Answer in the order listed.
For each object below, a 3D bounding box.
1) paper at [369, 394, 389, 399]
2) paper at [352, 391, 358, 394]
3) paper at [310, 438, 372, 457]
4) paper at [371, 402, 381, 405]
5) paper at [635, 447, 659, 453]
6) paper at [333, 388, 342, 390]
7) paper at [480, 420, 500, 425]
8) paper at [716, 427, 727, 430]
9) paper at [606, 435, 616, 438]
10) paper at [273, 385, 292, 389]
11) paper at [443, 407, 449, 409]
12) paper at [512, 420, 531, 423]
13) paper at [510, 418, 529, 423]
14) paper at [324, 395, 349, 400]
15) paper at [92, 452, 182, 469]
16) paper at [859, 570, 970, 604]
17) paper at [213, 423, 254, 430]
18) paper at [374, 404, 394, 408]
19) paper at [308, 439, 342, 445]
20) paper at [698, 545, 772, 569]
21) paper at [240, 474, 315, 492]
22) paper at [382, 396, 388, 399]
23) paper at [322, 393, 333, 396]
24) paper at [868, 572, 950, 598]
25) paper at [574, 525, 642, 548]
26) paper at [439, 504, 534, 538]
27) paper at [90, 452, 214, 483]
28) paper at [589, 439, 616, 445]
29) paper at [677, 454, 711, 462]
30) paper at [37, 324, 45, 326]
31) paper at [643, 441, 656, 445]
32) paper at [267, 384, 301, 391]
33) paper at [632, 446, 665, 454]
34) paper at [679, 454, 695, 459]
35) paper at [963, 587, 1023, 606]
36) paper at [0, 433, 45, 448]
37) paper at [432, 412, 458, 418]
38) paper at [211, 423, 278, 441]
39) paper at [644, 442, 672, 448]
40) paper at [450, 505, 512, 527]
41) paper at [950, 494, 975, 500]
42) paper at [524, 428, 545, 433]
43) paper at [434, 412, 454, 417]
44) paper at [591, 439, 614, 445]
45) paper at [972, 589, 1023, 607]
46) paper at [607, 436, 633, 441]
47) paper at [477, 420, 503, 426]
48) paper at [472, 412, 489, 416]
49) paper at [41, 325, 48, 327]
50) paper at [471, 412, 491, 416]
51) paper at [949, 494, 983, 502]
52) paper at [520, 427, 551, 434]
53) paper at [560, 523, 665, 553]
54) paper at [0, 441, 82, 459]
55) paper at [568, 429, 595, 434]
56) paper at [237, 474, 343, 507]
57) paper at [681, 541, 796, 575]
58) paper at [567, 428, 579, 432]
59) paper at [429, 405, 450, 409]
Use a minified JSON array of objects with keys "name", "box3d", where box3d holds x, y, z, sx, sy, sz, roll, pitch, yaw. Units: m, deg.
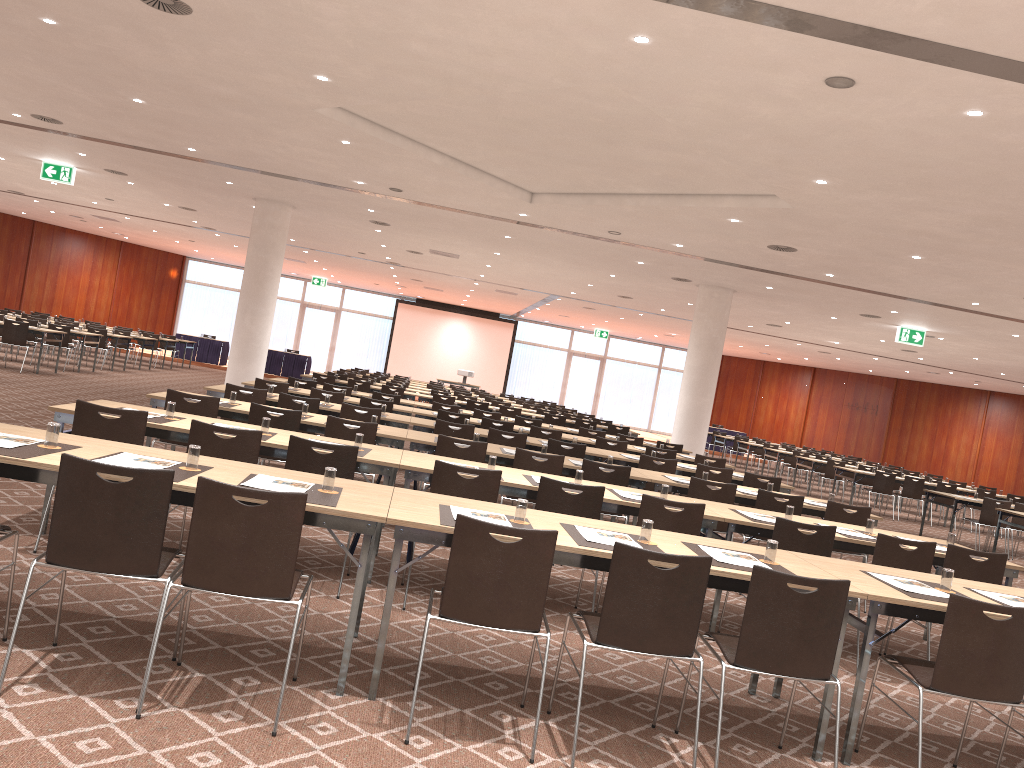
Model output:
[{"name":"paper","box3d":[-2.045,0.218,14.142,0.460,0.003,0.565,10,1,-8]},{"name":"paper","box3d":[-2.690,0.104,14.085,0.460,0.003,0.565,10,1,-7]},{"name":"paper","box3d":[-1.239,0.444,6.214,0.460,0.003,0.565,10,1,-3]},{"name":"paper","box3d":[-1.906,0.259,12.215,0.283,0.006,0.398,10,1,-6]},{"name":"paper","box3d":[1.912,0.933,12.612,0.283,0.006,0.398,10,1,-5]},{"name":"paper","box3d":[-2.713,0.095,14.129,0.283,0.006,0.398,10,1,-5]},{"name":"paper","box3d":[-0.307,0.541,12.391,0.283,0.006,0.398,10,1,-2]},{"name":"paper","box3d":[7.679,1.627,32.298,0.460,0.003,0.565,10,1,-6]},{"name":"paper","box3d":[1.700,0.875,14.615,0.283,0.006,0.398,10,1,-3]},{"name":"paper","box3d":[-3.154,0.038,12.093,0.283,0.006,0.398,10,1,-3]},{"name":"paper","box3d":[-1.146,0.372,14.300,0.283,0.006,0.398,10,1,-6]},{"name":"paper","box3d":[0.211,0.617,14.370,0.460,0.003,0.565,10,1,-5]},{"name":"paper","box3d":[0.125,0.596,14.451,0.283,0.006,0.398,10,1,-5]},{"name":"paper","box3d":[-2.465,0.164,12.097,0.460,0.003,0.565,10,1,-6]},{"name":"paper","box3d":[-1.766,0.367,4.197,0.283,0.006,0.398,10,1,-3]},{"name":"paper","box3d":[2.134,1.061,4.564,0.460,0.003,0.565,10,1,-3]},{"name":"paper","box3d":[-1.968,0.311,6.198,0.283,0.006,0.398,10,1,-5]},{"name":"paper","box3d":[-1.852,0.273,12.149,0.460,0.003,0.565,10,1,-9]},{"name":"paper","box3d":[-1.315,0.426,6.239,0.283,0.006,0.398,10,1,-4]},{"name":"paper","box3d":[1.127,0.879,4.494,0.283,0.006,0.398,10,1,-3]},{"name":"paper","box3d":[-1.119,0.482,4.269,0.283,0.006,0.398,10,1,-4]},{"name":"paper","box3d":[-2.085,0.206,14.200,0.283,0.006,0.398,10,1,-6]},{"name":"paper","box3d":[-2.557,0.144,12.150,0.283,0.006,0.398,10,1,-5]},{"name":"paper","box3d":[2.075,1.046,4.612,0.283,0.006,0.398,10,1,-6]},{"name":"paper","box3d":[0.479,0.764,4.422,0.283,0.006,0.398,10,1,-5]},{"name":"paper","box3d":[-0.121,0.663,4.279,0.460,0.003,0.565,10,1,-5]},{"name":"paper","box3d":[-1.701,0.384,4.140,0.460,0.003,0.565,10,1,-3]},{"name":"paper","box3d":[1.343,0.838,12.478,0.460,0.003,0.565,10,1,-7]},{"name":"paper","box3d":[2.596,1.059,12.596,0.460,0.003,0.565,10,1,-5]},{"name":"paper","box3d":[-10.100,-1.268,18.885,0.283,0.006,0.398,10,1,-4]},{"name":"paper","box3d":[2.353,0.991,14.654,0.284,0.006,0.398,10,1,-8]},{"name":"paper","box3d":[-3.124,0.048,12.043,0.460,0.003,0.565,10,1,-7]},{"name":"paper","box3d":[1.994,0.952,12.575,0.460,0.003,0.565,10,1,-7]},{"name":"paper","box3d":[2.580,1.051,12.686,0.283,0.006,0.398,10,1,-4]},{"name":"paper","box3d":[2.728,1.166,4.624,0.460,0.003,0.565,10,1,-3]},{"name":"paper","box3d":[-2.395,0.256,4.134,0.283,0.006,0.398,10,1,-6]},{"name":"paper","box3d":[-0.870,0.447,12.244,0.460,0.003,0.565,10,1,-9]},{"name":"paper","box3d":[-1.893,0.329,6.130,0.460,0.003,0.565,10,1,-7]},{"name":"paper","box3d":[2.392,1.002,14.623,0.460,0.003,0.565,10,1,-5]},{"name":"paper","box3d":[-0.154,0.652,4.355,0.283,0.006,0.398,10,1,-7]},{"name":"paper","box3d":[7.765,1.947,15.217,0.283,0.006,0.398,10,1,-7]},{"name":"paper","box3d":[0.313,0.651,12.440,0.283,0.006,0.398,10,1,-6]},{"name":"paper","box3d":[-0.937,0.430,12.321,0.284,0.006,0.398,10,1,-8]},{"name":"paper","box3d":[1.275,0.821,12.526,0.283,0.006,0.398,10,1,-5]},{"name":"paper","box3d":[2.671,1.151,4.676,0.284,0.006,0.398,10,1,-8]},{"name":"paper","box3d":[1.781,0.894,14.529,0.460,0.003,0.565,10,1,-2]},{"name":"paper","box3d":[-0.248,0.556,12.308,0.460,0.003,0.565,10,1,-4]},{"name":"paper","box3d":[-0.509,0.484,14.380,0.283,0.006,0.398,10,1,-7]},{"name":"paper","box3d":[-10.049,-1.255,18.828,0.460,0.003,0.565,10,1,-5]},{"name":"paper","box3d":[-0.439,0.501,14.327,0.460,0.003,0.565,10,1,-7]},{"name":"paper","box3d":[7.839,1.964,15.184,0.460,0.003,0.565,10,1,-4]},{"name":"paper","box3d":[0.372,0.666,12.394,0.460,0.003,0.565,10,1,-6]},{"name":"paper","box3d":[0.502,0.773,4.375,0.460,0.003,0.565,10,1,-6]},{"name":"paper","box3d":[-2.319,0.275,4.056,0.460,0.003,0.565,10,1,-3]},{"name":"paper","box3d":[1.150,0.782,14.484,0.460,0.003,0.565,10,1,-5]},{"name":"paper","box3d":[-1.047,0.499,4.198,0.460,0.003,0.565,10,1,-8]},{"name":"paper","box3d":[1.145,0.886,4.464,0.460,0.003,0.565,10,1,-4]},{"name":"paper","box3d":[1.067,0.763,14.538,0.283,0.006,0.398,10,1,-6]},{"name":"paper","box3d":[-1.086,0.387,14.243,0.460,0.003,0.565,10,1,-2]}]
